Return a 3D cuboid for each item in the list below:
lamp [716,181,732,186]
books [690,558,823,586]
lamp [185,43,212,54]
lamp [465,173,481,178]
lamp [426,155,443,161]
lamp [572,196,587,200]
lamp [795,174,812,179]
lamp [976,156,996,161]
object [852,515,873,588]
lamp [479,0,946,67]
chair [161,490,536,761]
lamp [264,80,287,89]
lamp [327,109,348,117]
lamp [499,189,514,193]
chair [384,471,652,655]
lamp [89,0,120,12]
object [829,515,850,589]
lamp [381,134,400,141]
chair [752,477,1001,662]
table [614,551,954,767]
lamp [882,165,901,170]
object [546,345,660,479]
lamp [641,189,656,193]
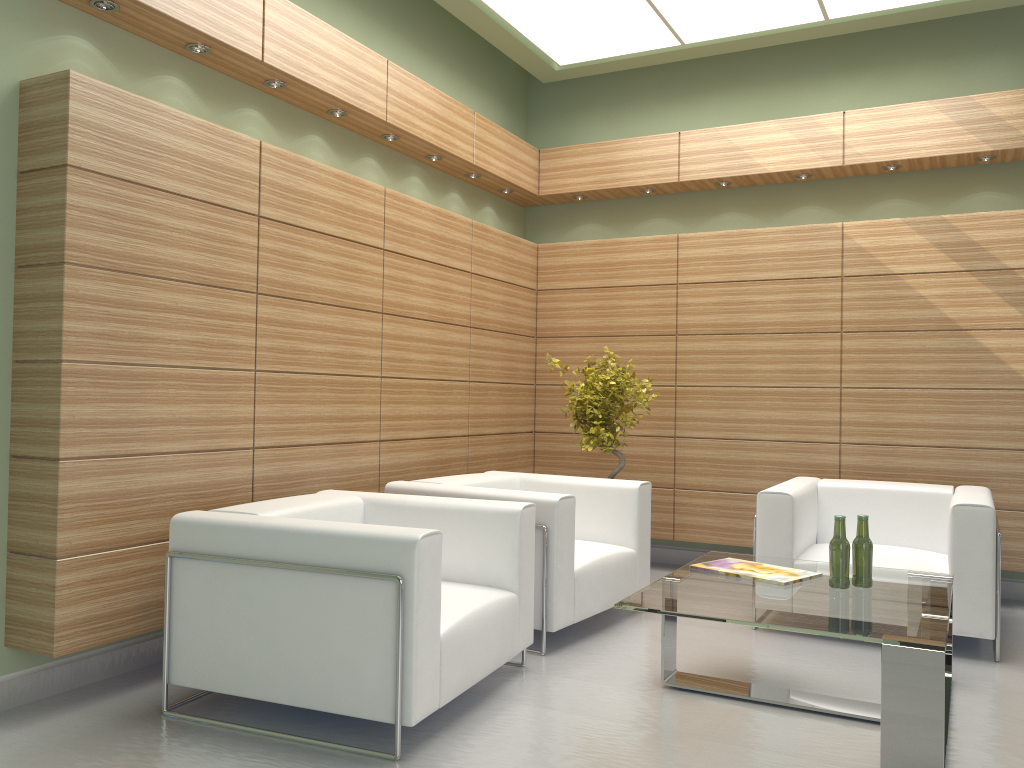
[{"bbox_3d":[2.453,-2.345,10.277,0.181,0.074,0.181,1,-1,-12],"label":"lamp"},{"bbox_3d":[1.732,1.332,6.323,0.508,0.025,0.762,2,-1,-43],"label":"books"},{"bbox_3d":[-2.306,-2.492,6.525,0.181,0.074,0.181,1,-1,11],"label":"lamp"},{"bbox_3d":[-0.443,-2.400,10.118,0.181,0.074,0.181,1,-1,-1],"label":"lamp"},{"bbox_3d":[-0.821,-2.418,9.390,0.181,0.074,0.181,1,-1,11],"label":"lamp"},{"bbox_3d":[0.847,-2.360,11.110,0.181,0.074,0.181,1,-1,22],"label":"lamp"},{"bbox_3d":[3.244,-2.338,9.867,0.181,0.074,0.181,1,-1,22],"label":"lamp"},{"bbox_3d":[4.831,-2.323,9.044,0.181,0.074,0.181,1,-1,22],"label":"lamp"},{"bbox_3d":[2.334,1.111,5.903,0.131,0.475,0.131,1,-1,-8],"label":"object"},{"bbox_3d":[1.437,-3.999,7.321,4.571,0.325,5.060,1,-1,27],"label":"lamp"},{"bbox_3d":[-0.978,1.444,5.978,1.802,1.234,1.894,1,-1,22],"label":"chair"},{"bbox_3d":[-1.932,-2.473,7.246,0.181,0.074,0.181,1,-1,11],"label":"lamp"},{"bbox_3d":[-1.563,-2.455,7.958,0.181,0.074,0.181,1,-1,-1],"label":"lamp"},{"bbox_3d":[-0.072,-2.381,10.835,0.181,0.074,0.181,1,-1,11],"label":"lamp"},{"bbox_3d":[0.106,1.497,8.034,1.769,1.234,1.894,0,-1,32],"label":"chair"},{"bbox_3d":[-2.672,-2.510,5.818,0.181,0.074,0.181,1,-1,-1],"label":"lamp"},{"bbox_3d":[2.163,1.107,5.856,0.131,0.475,0.131,1,-1,-8],"label":"object"},{"bbox_3d":[-1.188,-2.436,8.681,0.181,0.074,0.181,1,-1,11],"label":"lamp"},{"bbox_3d":[3.304,1.553,7.999,1.894,1.234,1.802,1,-1,27],"label":"chair"},{"bbox_3d":[1.889,1.712,5.836,1.783,0.742,2.197,1,-1,27],"label":"table"},{"bbox_3d":[4.045,-2.331,9.451,0.181,0.074,0.181,1,-1,-12],"label":"lamp"},{"bbox_3d":[0.908,0.861,9.476,1.201,2.565,1.116,1,-1,-4],"label":"object"},{"bbox_3d":[1.645,-2.353,10.696,0.181,0.074,0.181,1,-1,22],"label":"lamp"}]
